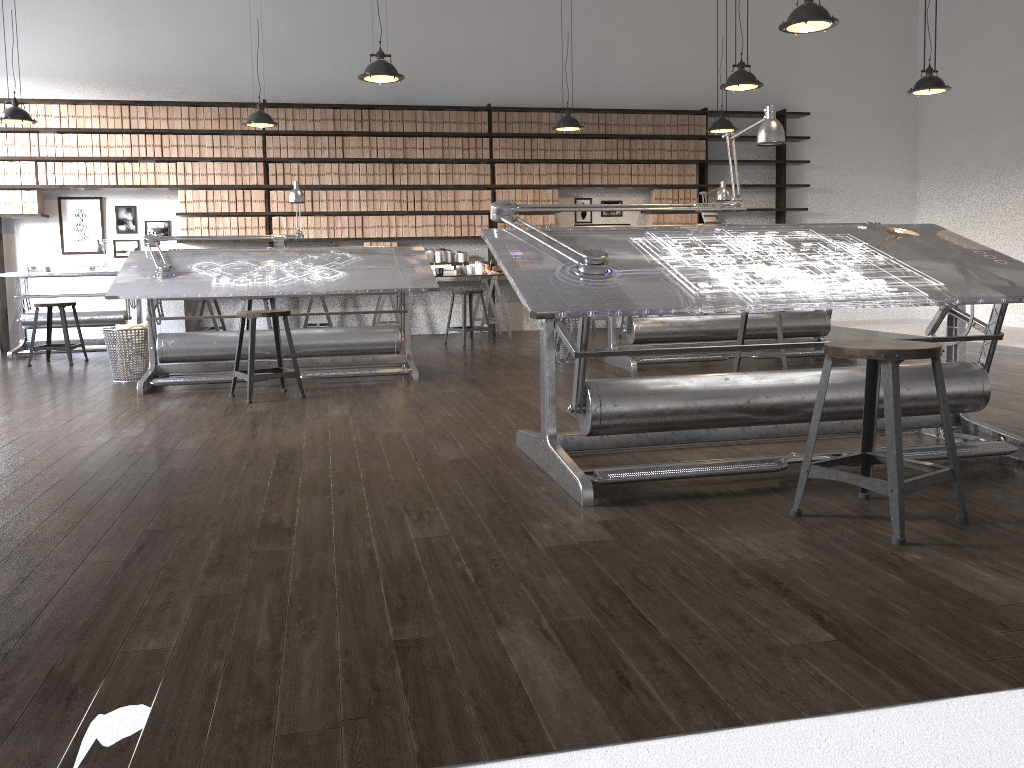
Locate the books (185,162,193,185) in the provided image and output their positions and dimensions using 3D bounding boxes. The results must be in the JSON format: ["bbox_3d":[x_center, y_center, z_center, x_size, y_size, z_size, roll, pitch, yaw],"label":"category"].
[{"bbox_3d":[-3.251,-2.115,8.939,0.067,0.224,0.175,-2,6,-12],"label":"books"}]

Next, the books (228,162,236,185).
[{"bbox_3d":[-2.848,-2.134,9.021,0.067,0.225,0.175,-2,6,-12],"label":"books"}]

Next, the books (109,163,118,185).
[{"bbox_3d":[-3.943,-2.074,8.790,0.067,0.225,0.175,-2,6,-12],"label":"books"}]

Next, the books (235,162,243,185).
[{"bbox_3d":[-2.783,-2.138,9.041,0.067,0.224,0.175,-2,6,-12],"label":"books"}]

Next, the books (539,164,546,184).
[{"bbox_3d":[0.321,-2.288,9.695,0.067,0.224,0.175,-2,6,-12],"label":"books"}]

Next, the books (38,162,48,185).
[{"bbox_3d":[-4.568,-2.044,8.660,0.067,0.224,0.175,-2,6,-12],"label":"books"}]

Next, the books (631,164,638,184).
[{"bbox_3d":[1.345,-2.337,9.909,0.067,0.224,0.175,-2,6,-12],"label":"books"}]

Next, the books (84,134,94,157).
[{"bbox_3d":[-4.150,-2.337,8.727,0.067,0.224,0.175,-2,6,-12],"label":"books"}]

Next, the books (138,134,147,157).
[{"bbox_3d":[-3.671,-2.361,8.829,0.067,0.224,0.175,-2,6,-12],"label":"books"}]

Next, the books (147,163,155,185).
[{"bbox_3d":[-3.595,-2.091,8.863,0.067,0.225,0.175,-2,6,-12],"label":"books"}]

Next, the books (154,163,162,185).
[{"bbox_3d":[-3.531,-2.094,8.882,0.067,0.224,0.175,-2,6,-12],"label":"books"}]

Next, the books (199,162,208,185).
[{"bbox_3d":[-3.115,-2.122,8.969,0.067,0.224,0.175,-2,6,-12],"label":"books"}]

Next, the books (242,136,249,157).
[{"bbox_3d":[-2.709,-2.408,9.034,0.067,0.224,0.175,-2,6,-12],"label":"books"}]

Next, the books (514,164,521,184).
[{"bbox_3d":[0.045,-2.274,9.637,0.067,0.224,0.175,-2,6,-12],"label":"books"}]

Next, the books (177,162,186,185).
[{"bbox_3d":[-3.321,-2.111,8.920,0.067,0.224,0.175,-2,6,-12],"label":"books"}]

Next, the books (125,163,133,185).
[{"bbox_3d":[-3.800,-2.081,8.822,0.067,0.224,0.175,-2,6,-12],"label":"books"}]

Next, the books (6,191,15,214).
[{"bbox_3d":[-4.853,-1.762,8.623,0.067,0.224,0.175,-2,6,-12],"label":"books"}]

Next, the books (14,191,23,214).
[{"bbox_3d":[-4.787,-1.764,8.632,0.067,0.225,0.175,-2,6,-12],"label":"books"}]

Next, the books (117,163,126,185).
[{"bbox_3d":[-3.871,-2.078,8.811,0.067,0.224,0.175,-2,6,-12],"label":"books"}]

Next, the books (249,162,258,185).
[{"bbox_3d":[-2.644,-2.144,9.066,0.067,0.224,0.175,-2,6,-12],"label":"books"}]

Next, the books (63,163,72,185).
[{"bbox_3d":[-4.352,-2.055,8.710,0.067,0.224,0.175,-2,6,-12],"label":"books"}]

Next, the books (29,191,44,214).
[{"bbox_3d":[-4.652,-1.772,8.666,0.067,0.224,0.175,-2,6,-12],"label":"books"}]

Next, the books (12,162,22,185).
[{"bbox_3d":[-4.791,-2.040,8.614,0.067,0.224,0.175,-2,6,-12],"label":"books"}]

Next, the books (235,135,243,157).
[{"bbox_3d":[-2.774,-2.404,9.015,0.067,0.225,0.175,-2,6,-12],"label":"books"}]

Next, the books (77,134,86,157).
[{"bbox_3d":[-4.212,-2.334,8.715,0.067,0.224,0.175,-2,6,-12],"label":"books"}]

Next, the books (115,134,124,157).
[{"bbox_3d":[-3.874,-2.351,8.785,0.067,0.224,0.175,-2,6,-12],"label":"books"}]

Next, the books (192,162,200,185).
[{"bbox_3d":[-3.184,-2.119,8.957,0.067,0.224,0.175,-2,6,-12],"label":"books"}]

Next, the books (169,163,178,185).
[{"bbox_3d":[-3.398,-2.100,8.906,0.067,0.225,0.175,-2,6,-12],"label":"books"}]

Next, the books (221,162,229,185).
[{"bbox_3d":[-2.914,-2.132,9.012,0.067,0.224,0.175,-2,6,-12],"label":"books"}]

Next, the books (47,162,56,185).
[{"bbox_3d":[-4.488,-2.047,8.675,0.067,0.225,0.175,-2,6,-12],"label":"books"}]

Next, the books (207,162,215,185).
[{"bbox_3d":[-3.046,-2.125,8.980,0.067,0.225,0.175,-2,6,-12],"label":"books"}]

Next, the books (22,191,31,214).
[{"bbox_3d":[-4.720,-1.769,8.653,0.067,0.224,0.175,-2,6,-12],"label":"books"}]

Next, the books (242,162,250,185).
[{"bbox_3d":[-2.714,-2.141,9.055,0.067,0.224,0.175,-2,6,-12],"label":"books"}]

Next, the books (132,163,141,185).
[{"bbox_3d":[-3.732,-2.085,8.840,0.067,0.224,0.175,-2,6,-12],"label":"books"}]

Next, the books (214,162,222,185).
[{"bbox_3d":[-2.975,-2.128,8.997,0.067,0.224,0.175,-2,6,-12],"label":"books"}]

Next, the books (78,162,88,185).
[{"bbox_3d":[-4.212,-2.061,8.732,0.067,0.224,0.175,-2,6,-12],"label":"books"}]

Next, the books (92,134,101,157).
[{"bbox_3d":[-4.079,-2.340,8.740,0.067,0.225,0.175,-2,6,-12],"label":"books"}]

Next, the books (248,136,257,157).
[{"bbox_3d":[-2.647,-2.410,9.045,0.067,0.224,0.175,-2,6,-12],"label":"books"}]

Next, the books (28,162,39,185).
[{"bbox_3d":[-4.655,-2.046,8.638,0.067,0.225,0.175,-2,6,-12],"label":"books"}]

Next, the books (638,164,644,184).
[{"bbox_3d":[1.415,-2.341,9.927,0.067,0.224,0.175,-2,6,-12],"label":"books"}]

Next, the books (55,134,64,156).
[{"bbox_3d":[-4.413,-2.325,8.674,0.067,0.224,0.175,-2,6,-12],"label":"books"}]

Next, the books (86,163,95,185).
[{"bbox_3d":[-4.141,-2.064,8.747,0.067,0.225,0.175,-2,6,-12],"label":"books"}]

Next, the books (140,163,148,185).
[{"bbox_3d":[-3.662,-2.088,8.855,0.067,0.224,0.175,-2,6,-12],"label":"books"}]

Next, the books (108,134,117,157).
[{"bbox_3d":[-3.943,-2.348,8.775,0.067,0.224,0.175,-2,6,-12],"label":"books"}]

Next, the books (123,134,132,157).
[{"bbox_3d":[-3.803,-2.354,8.797,0.067,0.224,0.175,-2,6,-12],"label":"books"}]

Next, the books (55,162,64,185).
[{"bbox_3d":[-4.420,-2.051,8.694,0.067,0.224,0.175,-2,6,-12],"label":"books"}]

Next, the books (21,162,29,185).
[{"bbox_3d":[-4.718,-2.044,8.629,0.067,0.224,0.175,-2,6,-12],"label":"books"}]

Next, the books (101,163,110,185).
[{"bbox_3d":[-4.017,-2.071,8.781,0.067,0.224,0.175,-2,6,-12],"label":"books"}]

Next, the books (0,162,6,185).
[{"bbox_3d":[-4.927,-2.033,8.584,0.067,0.224,0.175,-2,6,-12],"label":"books"}]

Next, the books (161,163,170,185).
[{"bbox_3d":[-3.469,-2.097,8.893,0.067,0.224,0.175,-2,6,-12],"label":"books"}]

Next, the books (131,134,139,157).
[{"bbox_3d":[-3.732,-2.357,8.812,0.067,0.225,0.175,-2,6,-12],"label":"books"}]

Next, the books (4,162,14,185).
[{"bbox_3d":[-4.860,-2.037,8.602,0.067,0.224,0.175,-2,6,-12],"label":"books"}]

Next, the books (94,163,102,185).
[{"bbox_3d":[-4.080,-2.068,8.765,0.067,0.224,0.175,-2,6,-12],"label":"books"}]

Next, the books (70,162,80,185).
[{"bbox_3d":[-4.283,-2.058,8.721,0.067,0.224,0.175,-2,6,-12],"label":"books"}]

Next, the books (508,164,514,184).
[{"bbox_3d":[-0.025,-2.271,9.618,0.067,0.224,0.175,-2,6,-12],"label":"books"}]

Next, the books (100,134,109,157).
[{"bbox_3d":[-4.011,-2.344,8.758,0.067,0.224,0.175,-2,6,-12],"label":"books"}]
